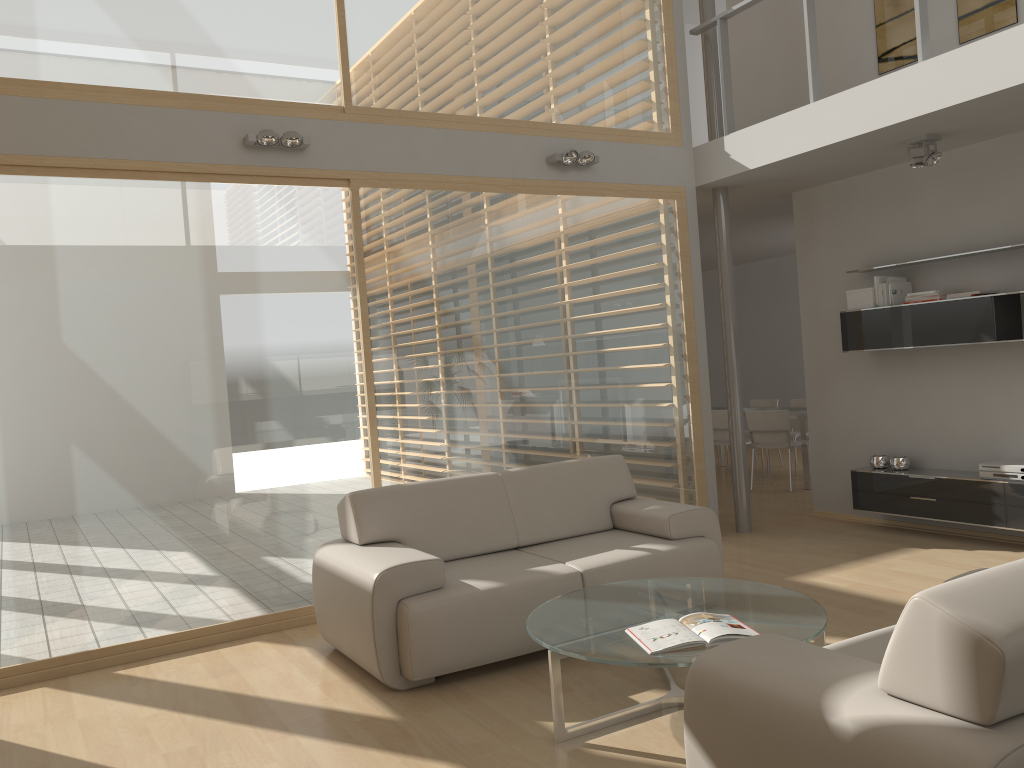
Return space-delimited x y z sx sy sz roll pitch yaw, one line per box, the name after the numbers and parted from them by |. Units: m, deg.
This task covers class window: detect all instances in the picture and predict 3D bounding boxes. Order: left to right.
-2.215 -2.708 4.804 2.525 2.200 0.020 -5 1 -30 | window
-2.002 0.133 4.855 2.525 2.500 0.020 -5 1 -30 | window
0.024 -2.899 6.061 2.525 2.200 0.020 -5 1 -30 | window
0.237 -0.057 6.112 2.525 2.500 0.020 -5 1 -30 | window

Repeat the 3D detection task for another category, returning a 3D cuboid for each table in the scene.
0.670 1.123 3.637 1.198 0.370 1.198 -5 1 -12 | table
2.760 0.661 9.941 0.900 0.746 2.199 -5 1 -30 | table

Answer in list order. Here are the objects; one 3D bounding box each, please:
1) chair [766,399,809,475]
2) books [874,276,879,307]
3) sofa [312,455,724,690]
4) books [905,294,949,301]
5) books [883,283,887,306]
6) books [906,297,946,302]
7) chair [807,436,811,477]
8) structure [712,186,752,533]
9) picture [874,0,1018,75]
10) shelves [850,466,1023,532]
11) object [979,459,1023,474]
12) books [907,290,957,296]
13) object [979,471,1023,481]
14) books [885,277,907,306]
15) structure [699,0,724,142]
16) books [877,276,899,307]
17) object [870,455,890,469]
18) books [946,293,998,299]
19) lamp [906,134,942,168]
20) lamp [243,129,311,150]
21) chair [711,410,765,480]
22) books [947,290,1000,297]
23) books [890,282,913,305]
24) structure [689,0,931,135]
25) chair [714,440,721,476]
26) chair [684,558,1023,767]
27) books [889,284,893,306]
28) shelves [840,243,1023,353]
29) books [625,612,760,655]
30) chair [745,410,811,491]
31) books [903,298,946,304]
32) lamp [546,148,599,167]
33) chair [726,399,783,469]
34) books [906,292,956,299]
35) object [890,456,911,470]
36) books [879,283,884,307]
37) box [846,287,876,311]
3.233 0.592 10.140 0.501 0.807 0.455 -5 1 -30 | chair
2.752 -0.679 6.519 0.230 0.227 0.017 -5 1 -30 | books
0.066 0.907 4.823 2.093 0.846 1.168 -5 1 -30 | sofa
2.916 -0.603 6.191 0.190 0.015 0.254 -5 1 -34 | books
2.794 -0.652 6.463 0.230 0.169 0.027 -5 1 -30 | books
2.924 -0.590 6.184 0.190 0.011 0.268 -5 1 -28 | books
3.523 0.581 9.565 0.501 0.807 0.455 -5 1 -30 | chair
1.725 -0.184 6.951 0.122 2.700 0.121 -5 1 -42 | structure
3.079 -3.211 5.846 0.010 1.800 1.684 -5 1 -30 | picture
3.756 0.748 4.960 0.300 0.312 4.236 -5 1 -30 | shelves
3.273 0.539 5.774 0.262 0.049 0.349 -5 1 -30 | object
2.928 -0.635 6.186 0.230 0.017 0.227 -5 1 -35 | books
3.277 0.588 5.775 0.262 0.049 0.349 -5 1 -30 | object
2.793 -0.672 6.436 0.207 0.210 0.021 -5 1 -30 | books
1.512 -3.025 6.899 0.122 2.400 0.121 -5 1 -42 | structure
2.767 -0.680 6.506 0.230 0.227 0.017 -5 1 -30 | books
2.779 0.588 6.702 0.143 0.091 0.143 -4 1 2 | object
3.080 -0.587 5.938 0.254 0.015 0.190 -5 1 -23 | books
2.651 -1.487 5.696 0.150 0.195 0.214 -5 1 -30 | lamp
-1.348 -1.412 5.119 0.360 0.080 0.182 -5 1 -30 | lamp
2.399 0.663 9.673 0.501 0.807 0.455 -5 1 -35 | chair
3.082 -0.603 5.925 0.227 0.017 0.230 -5 1 -30 | books
2.823 -0.653 6.417 0.230 0.169 0.023 -5 1 -30 | books
2.767 -2.324 4.489 0.080 0.900 5.400 -5 1 -30 | structure
2.067 0.677 10.305 0.501 0.807 0.455 -5 1 -20 | chair
1.362 0.851 2.535 1.562 0.846 1.165 -5 1 -30 | chair
2.804 -0.646 6.424 0.207 0.156 0.009 -5 1 -30 | books
3.666 -0.448 4.939 0.300 0.914 4.236 -5 1 -30 | shelves
0.678 0.924 3.329 0.440 0.037 0.297 -4 1 -10 | books
2.713 0.651 9.041 0.455 0.807 0.501 -3 1 40 | chair
2.926 -0.578 6.180 0.210 0.013 0.297 -5 1 -30 | books
0.439 -1.557 6.144 0.360 0.110 0.183 -5 1 -30 | lamp
2.907 0.607 10.692 0.501 0.807 0.455 -5 1 -30 | chair
2.917 -0.618 6.183 0.190 0.015 0.254 -5 1 -28 | books
2.867 0.584 6.548 0.143 0.091 0.143 -4 1 2 | object
2.773 -0.651 6.484 0.230 0.169 0.027 -5 1 -30 | books
2.668 -0.635 6.614 0.232 0.149 0.232 -5 1 -30 | box
